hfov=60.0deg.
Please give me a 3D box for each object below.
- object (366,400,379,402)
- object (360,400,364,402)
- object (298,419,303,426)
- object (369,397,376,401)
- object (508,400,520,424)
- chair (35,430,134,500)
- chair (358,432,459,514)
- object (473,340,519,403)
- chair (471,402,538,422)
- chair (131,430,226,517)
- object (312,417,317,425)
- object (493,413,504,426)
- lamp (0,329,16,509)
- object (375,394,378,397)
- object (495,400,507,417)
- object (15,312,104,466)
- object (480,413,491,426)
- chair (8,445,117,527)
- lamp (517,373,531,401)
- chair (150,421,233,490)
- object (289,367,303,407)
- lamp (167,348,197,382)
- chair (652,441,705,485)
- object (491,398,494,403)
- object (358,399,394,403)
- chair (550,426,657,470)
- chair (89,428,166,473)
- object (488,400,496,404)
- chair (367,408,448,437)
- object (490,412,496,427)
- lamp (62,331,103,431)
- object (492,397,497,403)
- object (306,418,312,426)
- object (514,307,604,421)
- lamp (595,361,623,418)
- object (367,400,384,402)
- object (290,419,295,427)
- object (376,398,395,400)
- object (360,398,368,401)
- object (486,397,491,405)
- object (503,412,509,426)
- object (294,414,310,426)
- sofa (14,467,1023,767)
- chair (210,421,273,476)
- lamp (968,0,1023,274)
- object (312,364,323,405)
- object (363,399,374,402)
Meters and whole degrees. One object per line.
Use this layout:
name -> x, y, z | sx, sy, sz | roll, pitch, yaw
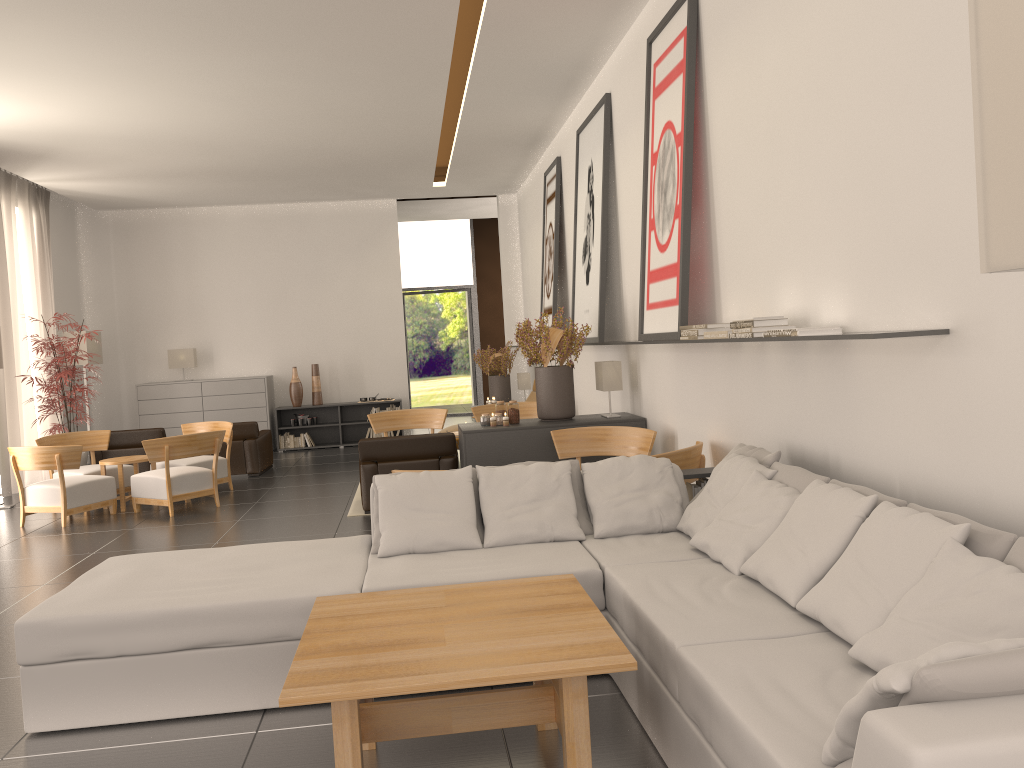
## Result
object -> -3.524, 0.430, 22.145 | 0.515, 0.015, 0.014 | -4, 2, -14
object -> -3.768, 0.426, 22.251 | 0.112, 0.040, 0.034 | -1, 3, 38
object -> -5.217, 0.949, 21.905 | 0.135, 0.178, 0.136 | -4, 2, -5
object -> -3.533, 0.380, 22.485 | 0.188, 0.082, 0.188 | -3, 2, 8
object -> 0.022, 0.371, 11.940 | 0.157, 0.325, 0.158 | -2, 2, 30
chair -> -7.311, 1.451, 15.292 | 1.150, 1.226, 1.453 | -2, 2, 28
chair -> -1.545, 1.261, 13.339 | 1.538, 1.075, 1.500 | -4, 2, -7
object -> -0.373, -0.254, 21.427 | 0.927, 1.553, 1.588 | -3, 2, 22
chair -> 0.041, 0.972, 15.872 | 1.452, 1.226, 1.151 | -4, 2, -7
chair -> -5.308, 1.386, 14.079 | 1.150, 1.226, 1.453 | -2, 3, 38
object -> -4.929, 0.920, 22.173 | 0.135, 0.178, 0.136 | -3, 2, 0
object -> -0.181, 0.472, 11.836 | 0.158, 0.158, 0.157 | -5, 2, -33
lamp -> -9.216, 0.585, 15.323 | 0.908, 3.177, 1.000 | -4, 2, -7
object -> -3.492, 0.324, 22.520 | 0.262, 0.151, 0.086 | -5, 3, -39
object -> -0.148, 0.377, 12.032 | 0.157, 0.325, 0.157 | -4, 2, -15
object -> -8.323, 0.377, 16.423 | 1.490, 3.396, 1.771 | -4, 2, -21
object -> -0.352, 0.479, 11.929 | 0.158, 0.158, 0.157 | -5, 2, -33
chair -> -6.928, 1.503, 13.676 | 1.451, 1.226, 1.152 | -3, 2, 18
lamp -> 0.298, 0.114, 21.276 | 0.257, 0.756, 0.514 | -4, 2, -6
chair -> -5.640, 1.330, 15.753 | 1.451, 1.226, 1.152 | -2, 2, 33
object -> -5.342, 0.069, 21.922 | 0.326, 0.991, 0.327 | -3, 2, 17
lamp -> -8.184, -0.471, 22.054 | 0.619, 0.795, 0.309 | -4, 2, -7
chair -> 1.295, 1.228, 8.856 | 1.150, 1.226, 1.453 | -2, 3, 38
object -> -0.441, 0.424, 20.948 | 0.104, 0.254, 0.104 | -2, 2, 44
object -> -3.408, 0.424, 22.308 | 0.894, 0.003, 0.672 | -4, 3, -4
chair -> 0.962, 1.172, 10.530 | 1.451, 1.226, 1.152 | -2, 2, 33
chair -> -7.542, 1.415, 17.854 | 1.538, 1.075, 1.500 | -4, 2, -7
object -> -0.452, 0.463, 20.810 | 0.207, 0.187, 0.111 | -4, 2, -20
chair -> -1.803, 1.093, 15.660 | 1.452, 1.226, 1.151 | -4, 2, -7
object -> -0.251, 0.467, 11.721 | 0.076, 0.187, 0.076 | -3, 2, 10
lamp -> -9.816, 0.385, 20.486 | 0.908, 3.177, 1.000 | -4, 2, -7
object -> -0.408, 0.427, 20.827 | 0.104, 0.254, 0.104 | -2, 2, 44
object -> -5.014, 0.935, 21.956 | 0.136, 0.178, 0.135 | -5, 2, -36
object -> 0.770, -0.296, 12.130 | 1.422, 1.553, 1.437 | -3, 2, 6
lamp -> 1.329, 0.070, 12.114 | 0.257, 0.757, 0.514 | -4, 2, -6
object -> -3.452, 0.427, 22.114 | 0.515, 0.015, 0.014 | -4, 2, -8
object -> -5.424, 0.960, 21.956 | 0.135, 0.178, 0.136 | -4, 2, -5
object -> -3.193, 0.389, 22.366 | 0.405, 0.034, 0.293 | -1, 3, 41
object -> -3.756, 0.394, 22.464 | 0.188, 0.082, 0.188 | -1, 3, 44
object -> -0.559, 0.433, 20.908 | 0.108, 0.254, 0.108 | -5, 2, -42
object -> -0.082, 0.459, 11.664 | 0.080, 0.187, 0.080 | -3, 2, 3
object -> -5.238, 0.876, 22.112 | 0.413, 0.309, 0.142 | -3, 2, 8
sofa -> -0.308, 1.506, 4.957 | 5.526, 1.204, 5.607 | -4, 3, -7
chair -> -5.771, 1.299, 18.058 | 1.538, 1.075, 1.500 | -4, 2, -7
lamp -> 1.433, 0.574, 1.593 | 0.908, 3.177, 1.000 | -4, 2, -7
object -> -4.899, 0.014, 22.195 | 0.262, 1.025, 0.262 | -4, 2, -3
object -> -3.594, 0.407, 22.226 | 0.292, 0.058, 0.086 | -4, 2, -20
